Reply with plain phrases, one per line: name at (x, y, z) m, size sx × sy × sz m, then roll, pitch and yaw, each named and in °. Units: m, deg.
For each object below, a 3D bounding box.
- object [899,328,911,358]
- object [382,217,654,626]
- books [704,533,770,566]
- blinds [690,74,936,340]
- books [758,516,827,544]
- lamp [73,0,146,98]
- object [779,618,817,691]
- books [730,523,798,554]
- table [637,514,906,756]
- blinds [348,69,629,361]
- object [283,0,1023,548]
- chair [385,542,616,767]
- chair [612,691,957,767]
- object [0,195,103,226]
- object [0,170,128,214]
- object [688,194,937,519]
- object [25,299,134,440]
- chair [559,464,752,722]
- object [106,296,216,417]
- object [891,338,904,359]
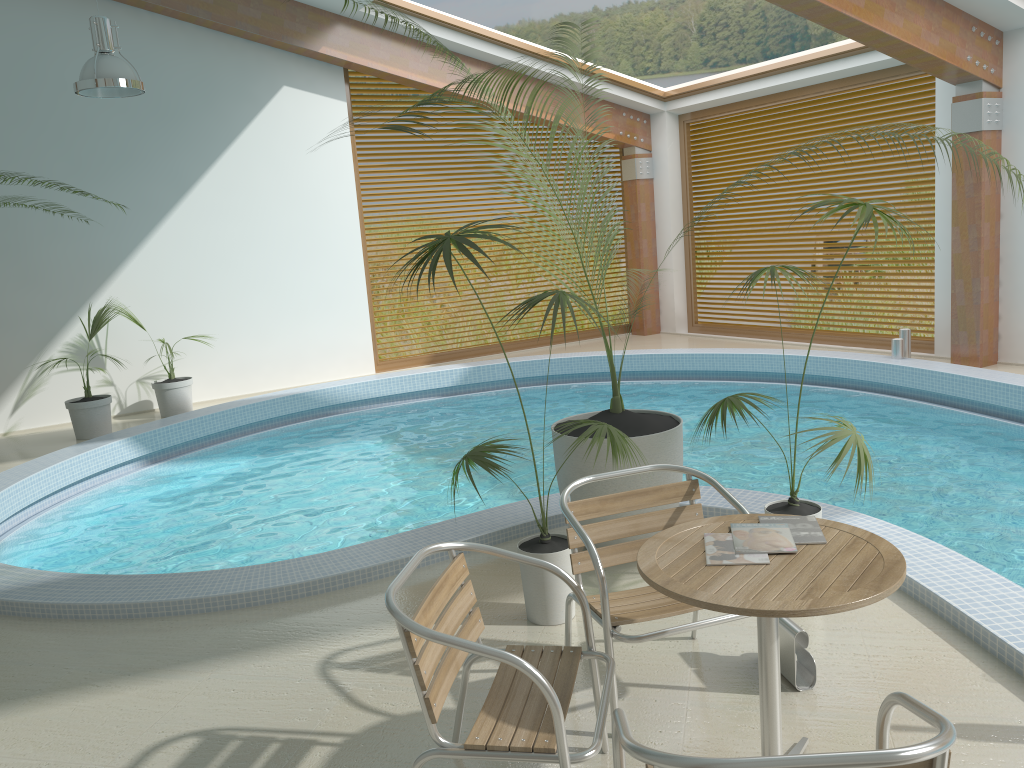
object at (4.058, -0.407, 9.156) m, size 0.115 × 0.320 × 0.115 m, roll -1°, pitch 10°, yaw 18°
object at (0.045, 0.181, 3.612) m, size 1.059 × 1.695 × 0.791 m, roll -4°, pitch 10°, yaw 5°
books at (0.624, 0.459, 2.480) m, size 0.166 × 0.004 × 0.241 m, roll -3°, pitch 10°, yaw 11°
blinds at (3.638, -2.013, 10.860) m, size 0.095 × 2.921 × 4.200 m, roll -10°, pitch 11°, yaw -30°
books at (0.815, 0.425, 2.590) m, size 0.166 × 0.004 × 0.241 m, roll -3°, pitch 10°, yaw 11°
lamp at (-3.155, -3.194, 6.632) m, size 0.506 × 1.958 × 0.505 m, roll -10°, pitch 11°, yaw -30°
object at (0.984, 0.930, 3.180) m, size 0.081 × 0.223 × 0.272 m, roll -6°, pitch 10°, yaw -10°
books at (0.715, 0.439, 2.531) m, size 0.166 × 0.004 × 0.241 m, roll -3°, pitch 10°, yaw 11°
table at (0.721, 0.820, 2.481) m, size 0.700 × 0.720 × 0.700 m, roll -6°, pitch 10°, yaw -11°
blinds at (-0.243, -2.494, 12.120) m, size 4.500 × 4.025 × 0.099 m, roll -10°, pitch 11°, yaw -30°
object at (0.582, -0.611, 4.185) m, size 2.979 × 2.960 × 2.729 m, roll -7°, pitch 10°, yaw -13°
chair at (-0.008, 0.864, 2.506) m, size 0.563 × 0.727 × 0.618 m, roll -2°, pitch 10°, yaw 12°
chair at (0.539, 0.939, 1.827) m, size 0.618 × 0.727 × 0.563 m, roll -4°, pitch 10°, yaw 2°
object at (-5.001, -0.653, 6.971) m, size 2.979 × 2.960 × 2.729 m, roll 4°, pitch 13°, yaw 40°
object at (-3.948, -0.366, 4.846) m, size 2.979 × 2.960 × 2.729 m, roll 0°, pitch 11°, yaw 25°
object at (1.303, 0.032, 3.889) m, size 0.791 × 1.695 × 1.059 m, roll -14°, pitch 13°, yaw -42°
object at (-4.006, -0.148, 8.462) m, size 0.822 × 1.310 × 1.067 m, roll -3°, pitch 10°, yaw 9°
chair at (0.521, 0.715, 3.119) m, size 0.618 × 0.727 × 0.563 m, roll -8°, pitch 10°, yaw -18°
object at (-3.582, -0.311, 9.202) m, size 1.067 × 1.310 × 0.822 m, roll -8°, pitch 10°, yaw -18°
object at (3.846, -0.358, 8.842) m, size 0.115 × 0.204 × 0.115 m, roll -3°, pitch 10°, yaw 10°
